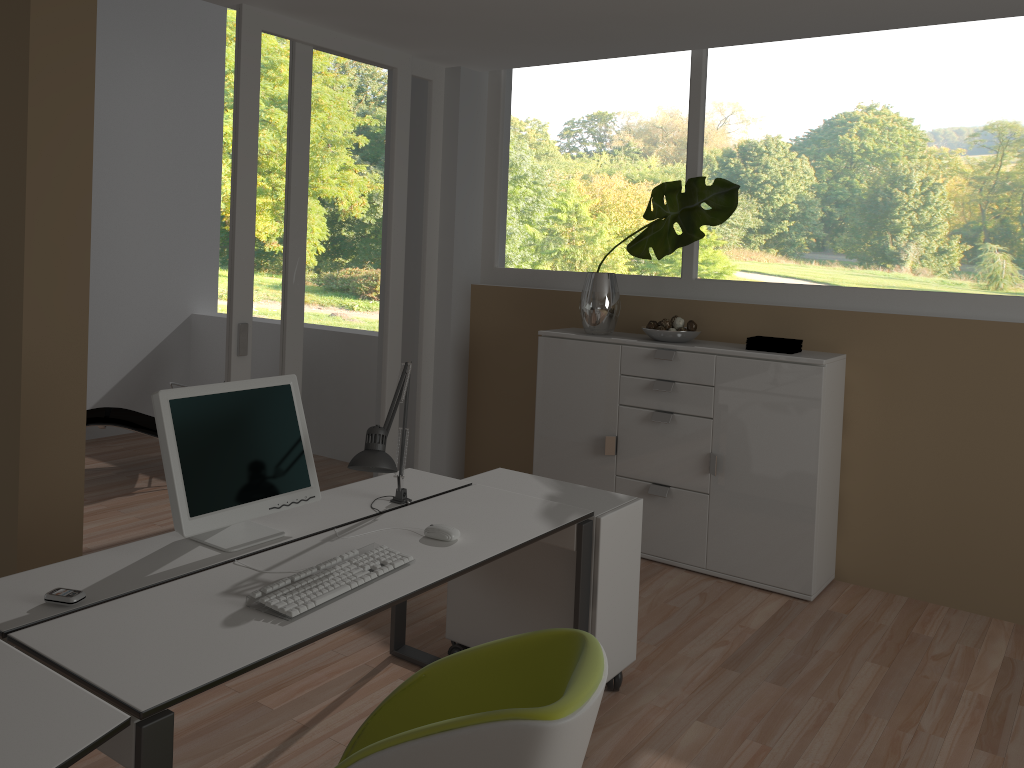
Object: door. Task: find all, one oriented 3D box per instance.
[{"bbox_3d":[-0.980,-0.535,4.635,0.060,2.635,1.190,3,3,35],"label":"door"},{"bbox_3d":[-0.817,-0.579,4.966,0.045,2.635,1.190,3,3,35],"label":"door"}]

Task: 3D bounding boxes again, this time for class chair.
[{"bbox_3d":[-0.142,0.876,1.611,0.599,0.805,0.626,3,4,10],"label":"chair"},{"bbox_3d":[-2.387,0.151,5.678,1.432,0.820,0.699,0,5,-20],"label":"chair"}]

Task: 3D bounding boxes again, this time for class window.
[{"bbox_3d":[0.718,-2.738,11.679,12.094,5.932,2.085,5,3,18],"label":"window"},{"bbox_3d":[1.326,-1.305,4.549,3.654,1.788,0.045,7,4,35],"label":"window"}]

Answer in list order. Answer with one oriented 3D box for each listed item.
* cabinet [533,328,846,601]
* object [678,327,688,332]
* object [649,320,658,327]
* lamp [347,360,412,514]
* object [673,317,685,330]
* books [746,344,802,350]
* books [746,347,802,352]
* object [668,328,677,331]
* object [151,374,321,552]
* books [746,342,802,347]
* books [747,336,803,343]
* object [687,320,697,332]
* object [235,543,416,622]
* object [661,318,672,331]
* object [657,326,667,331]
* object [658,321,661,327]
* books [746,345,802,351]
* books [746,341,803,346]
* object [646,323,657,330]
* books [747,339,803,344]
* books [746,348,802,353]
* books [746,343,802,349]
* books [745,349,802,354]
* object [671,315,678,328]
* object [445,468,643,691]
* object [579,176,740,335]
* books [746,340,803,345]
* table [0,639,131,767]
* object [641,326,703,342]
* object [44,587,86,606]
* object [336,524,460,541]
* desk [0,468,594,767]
[{"bbox_3d":[0.837,0.326,4.497,1.531,1.078,0.417,7,5,35],"label":"cabinet"},{"bbox_3d":[0.859,-0.255,4.431,0.054,0.063,0.057,3,5,12],"label":"object"},{"bbox_3d":[0.736,-0.300,4.592,0.056,0.064,0.053,3,5,14],"label":"object"},{"bbox_3d":[-0.390,0.223,2.665,0.140,0.525,0.544,2,5,0],"label":"lamp"},{"bbox_3d":[0.846,-0.305,4.464,0.051,0.066,0.056,0,5,-32],"label":"object"},{"bbox_3d":[1.262,-0.183,4.234,0.223,0.006,0.158,8,11,34],"label":"books"},{"bbox_3d":[1.260,-0.172,4.235,0.223,0.006,0.158,8,11,34],"label":"books"},{"bbox_3d":[0.812,-0.251,4.454,0.055,0.065,0.052,5,5,25],"label":"object"},{"bbox_3d":[-0.764,0.213,2.467,0.198,0.429,0.468,4,6,35],"label":"object"},{"bbox_3d":[1.260,-0.195,4.233,0.223,0.006,0.158,9,11,36],"label":"books"},{"bbox_3d":[1.265,-0.216,4.232,0.223,0.006,0.158,8,11,34],"label":"books"},{"bbox_3d":[0.904,-0.287,4.423,0.053,0.068,0.053,6,6,43],"label":"object"},{"bbox_3d":[-0.536,0.481,2.226,0.389,0.079,0.458,7,10,29],"label":"object"},{"bbox_3d":[0.786,-0.304,4.482,0.053,0.063,0.055,4,5,20],"label":"object"},{"bbox_3d":[0.756,-0.261,4.447,0.052,0.065,0.057,-2,6,-42],"label":"object"},{"bbox_3d":[0.783,-0.301,4.619,0.054,0.063,0.057,2,5,-6],"label":"object"},{"bbox_3d":[1.259,-0.178,4.236,0.223,0.006,0.158,8,10,33],"label":"books"},{"bbox_3d":[1.263,-0.200,4.236,0.223,0.008,0.158,8,11,34],"label":"books"},{"bbox_3d":[0.720,-0.286,4.540,0.056,0.061,0.055,1,5,-11],"label":"object"},{"bbox_3d":[1.263,-0.210,4.231,0.223,0.007,0.158,8,11,34],"label":"books"},{"bbox_3d":[1.260,-0.167,4.235,0.223,0.006,0.158,8,11,34],"label":"books"},{"bbox_3d":[1.262,-0.189,4.234,0.223,0.006,0.158,8,11,34],"label":"books"},{"bbox_3d":[1.259,-0.162,4.235,0.223,0.007,0.158,8,11,34],"label":"books"},{"bbox_3d":[0.851,-0.322,4.571,0.053,0.070,0.052,6,6,41],"label":"object"},{"bbox_3d":[0.106,0.717,3.153,0.625,0.672,0.309,6,4,35],"label":"object"},{"bbox_3d":[0.765,-0.655,4.572,0.862,0.841,0.265,6,4,32],"label":"object"},{"bbox_3d":[1.263,-0.205,4.236,0.223,0.008,0.158,8,11,34],"label":"books"},{"bbox_3d":[-1.154,0.921,1.407,0.930,0.684,0.814,6,7,32],"label":"table"},{"bbox_3d":[0.818,-0.253,4.518,0.314,0.063,0.317,2,8,0],"label":"object"},{"bbox_3d":[-1.005,0.478,1.979,0.084,0.021,0.048,4,8,14],"label":"object"},{"bbox_3d":[-0.338,0.442,2.533,0.371,0.079,0.142,4,7,14],"label":"object"},{"bbox_3d":[-0.535,0.787,2.440,0.809,0.682,1.608,6,9,34],"label":"desk"}]
